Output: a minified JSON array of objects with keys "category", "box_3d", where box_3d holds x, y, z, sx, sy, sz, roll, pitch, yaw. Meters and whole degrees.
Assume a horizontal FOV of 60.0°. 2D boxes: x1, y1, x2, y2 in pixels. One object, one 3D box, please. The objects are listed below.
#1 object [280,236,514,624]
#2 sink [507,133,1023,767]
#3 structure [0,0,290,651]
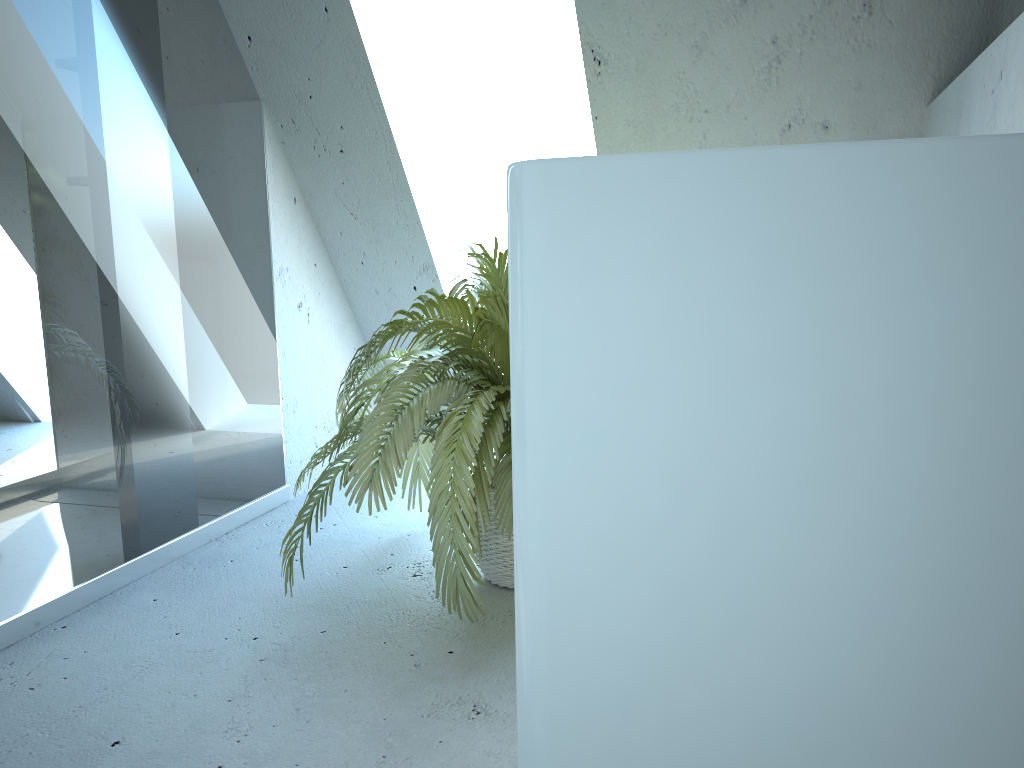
[{"category":"object","box_3d":[-0.003,0.073,2.271,1.112,0.893,1.132,-2,9,-5]},{"category":"sink","box_3d":[0.321,0.021,0.509,0.429,0.526,0.800,2,9,17]},{"category":"structure","box_3d":[-1.646,-0.505,2.282,1.184,2.114,1.835,2,9,17]}]
